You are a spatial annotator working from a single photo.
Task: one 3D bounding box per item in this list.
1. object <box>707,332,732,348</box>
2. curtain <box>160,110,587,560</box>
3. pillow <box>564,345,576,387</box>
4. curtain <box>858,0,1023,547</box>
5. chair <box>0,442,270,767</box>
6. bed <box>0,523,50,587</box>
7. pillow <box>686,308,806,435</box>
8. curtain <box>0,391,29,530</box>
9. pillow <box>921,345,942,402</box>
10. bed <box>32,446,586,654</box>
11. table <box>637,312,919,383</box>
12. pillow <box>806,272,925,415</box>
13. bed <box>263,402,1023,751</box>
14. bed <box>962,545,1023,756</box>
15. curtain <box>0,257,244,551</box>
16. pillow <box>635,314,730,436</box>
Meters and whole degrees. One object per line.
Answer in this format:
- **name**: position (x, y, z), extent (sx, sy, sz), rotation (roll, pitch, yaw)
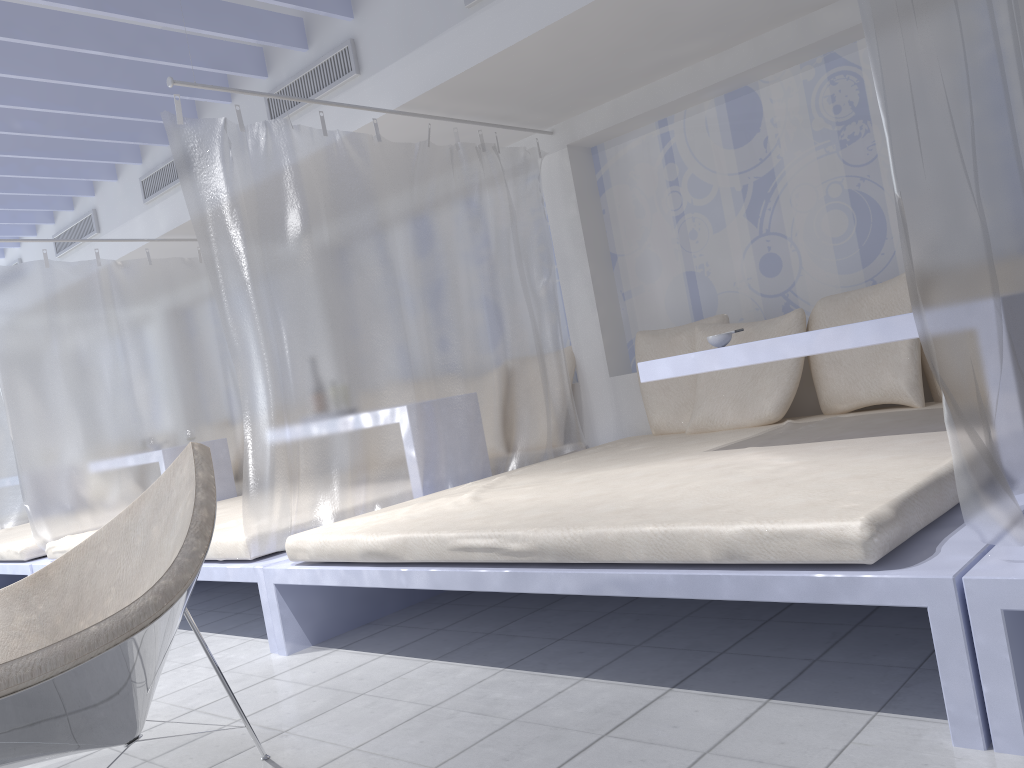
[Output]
- **object**: position (0.686, -0.142, 2.922), extent (0.082, 0.043, 0.082), rotation (-10, 0, 4)
- **curtain**: position (-0.359, -0.289, 3.698), extent (0.151, 1.552, 2.050), rotation (-10, 0, 43)
- **pillow**: position (0.114, 0.095, 4.716), extent (0.572, 0.510, 0.231), rotation (-10, 0, 43)
- **curtain**: position (1.277, -0.570, 2.223), extent (0.125, 1.559, 1.998), rotation (-10, 0, 41)
- **chair**: position (-0.905, 0.549, 1.821), extent (0.753, 0.759, 0.906), rotation (-10, 0, -44)
- **bed**: position (-2.557, 1.024, 5.977), extent (2.200, 0.427, 2.016), rotation (-10, 0, 43)
- **pillow**: position (0.992, -0.054, 3.771), extent (0.307, 0.482, 0.528), rotation (-10, 0, -43)
- **curtain**: position (-3.554, 0.300, 6.692), extent (0.151, 1.552, 2.050), rotation (-10, 0, 43)
- **pillow**: position (1.723, -0.189, 3.195), extent (0.524, 0.521, 0.230), rotation (-10, 0, 41)
- **bed**: position (-0.950, 0.730, 4.493), extent (2.200, 0.422, 2.022), rotation (-10, 0, 43)
- **table**: position (0.965, 0.058, 2.637), extent (1.065, 0.450, 0.416), rotation (-10, 0, 43)
- **pillow**: position (1.390, -0.151, 3.469), extent (0.233, 0.527, 0.537), rotation (-10, 0, -27)
- **bed**: position (0.637, 0.435, 2.984), extent (2.200, 0.427, 2.016), rotation (-10, 0, 43)
- **bed**: position (2.236, 0.140, 1.485), extent (2.200, 0.427, 2.016), rotation (-10, 0, 43)
- **curtain**: position (-1.919, 0.020, 5.218), extent (0.125, 1.559, 1.998), rotation (-10, 0, 41)
- **pillow**: position (0.804, -0.032, 4.069), extent (0.572, 0.510, 0.231), rotation (-10, 0, 42)
